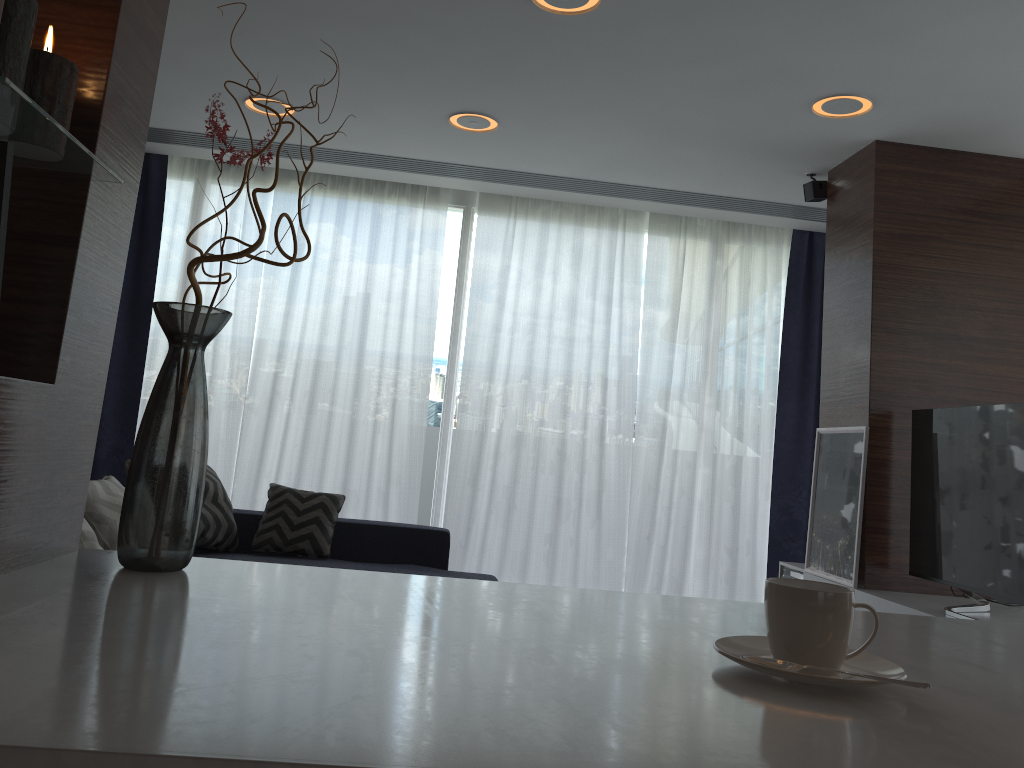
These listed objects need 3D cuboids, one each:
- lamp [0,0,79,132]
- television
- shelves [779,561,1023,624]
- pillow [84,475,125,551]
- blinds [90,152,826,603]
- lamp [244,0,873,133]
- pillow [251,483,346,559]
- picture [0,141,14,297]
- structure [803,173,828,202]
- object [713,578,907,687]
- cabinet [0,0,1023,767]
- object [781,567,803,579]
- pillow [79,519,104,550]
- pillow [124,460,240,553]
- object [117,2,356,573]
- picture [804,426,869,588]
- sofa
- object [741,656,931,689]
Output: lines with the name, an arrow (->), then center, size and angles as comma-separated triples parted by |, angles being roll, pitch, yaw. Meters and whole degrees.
lamp -> -0.572, -0.389, 1.036 | 0.077, 0.213, 0.151 | 4, -8, 7
television -> 1.809, 0.468, 3.210 | 0.297, 0.795, 1.218 | 6, -6, -5
shelves -> 1.906, 1.160, 3.575 | 0.872, 0.505, 2.326 | 6, -5, -5
pillow -> -1.544, 0.578, 3.487 | 0.342, 0.393, 0.490 | 6, -6, -5
blinds -> -0.164, -0.238, 2.872 | 7.132, 2.808, 5.737 | 5, -5, -2
lamp -> 0.394, -1.547, 0.120 | 5.324, 0.085, 9.517 | 7, -5, -19
pillow -> -1.110, 0.712, 4.601 | 0.415, 0.349, 0.283 | 5, -7, 0
picture -> -0.583, -0.131, 0.855 | 0.175, 0.224, 0.050 | 5, -9, -1
structure -> 1.624, -1.044, 4.718 | 0.114, 0.144, 0.084 | 7, -8, -15
object -> 0.295, 0.244, 0.879 | 0.181, 0.087, 0.181 | 8, -6, -29
cabinet -> 0.998, -0.156, 1.079 | 3.331, 2.586, 0.776 | 6, -9, -5
object -> 1.620, 1.051, 4.531 | 0.368, 0.152, 0.366 | 6, -5, -5
pillow -> -1.416, 0.570, 2.817 | 0.418, 0.356, 0.277 | 0, -9, 38
pillow -> -1.639, 0.658, 4.398 | 0.355, 0.525, 0.590 | 2, -7, 25
object -> -0.385, -0.123, 1.216 | 0.197, 0.744, 0.385 | 9, -9, -24
picture -> 1.508, 0.552, 4.121 | 0.053, 0.710, 0.494 | 6, -8, -5
sofa -> -0.898, 0.835, 3.413 | 1.897, 0.616, 2.844 | 6, -5, -5
object -> 0.296, 0.269, 0.817 | 0.166, 0.013, 0.035 | 4, -5, 20
